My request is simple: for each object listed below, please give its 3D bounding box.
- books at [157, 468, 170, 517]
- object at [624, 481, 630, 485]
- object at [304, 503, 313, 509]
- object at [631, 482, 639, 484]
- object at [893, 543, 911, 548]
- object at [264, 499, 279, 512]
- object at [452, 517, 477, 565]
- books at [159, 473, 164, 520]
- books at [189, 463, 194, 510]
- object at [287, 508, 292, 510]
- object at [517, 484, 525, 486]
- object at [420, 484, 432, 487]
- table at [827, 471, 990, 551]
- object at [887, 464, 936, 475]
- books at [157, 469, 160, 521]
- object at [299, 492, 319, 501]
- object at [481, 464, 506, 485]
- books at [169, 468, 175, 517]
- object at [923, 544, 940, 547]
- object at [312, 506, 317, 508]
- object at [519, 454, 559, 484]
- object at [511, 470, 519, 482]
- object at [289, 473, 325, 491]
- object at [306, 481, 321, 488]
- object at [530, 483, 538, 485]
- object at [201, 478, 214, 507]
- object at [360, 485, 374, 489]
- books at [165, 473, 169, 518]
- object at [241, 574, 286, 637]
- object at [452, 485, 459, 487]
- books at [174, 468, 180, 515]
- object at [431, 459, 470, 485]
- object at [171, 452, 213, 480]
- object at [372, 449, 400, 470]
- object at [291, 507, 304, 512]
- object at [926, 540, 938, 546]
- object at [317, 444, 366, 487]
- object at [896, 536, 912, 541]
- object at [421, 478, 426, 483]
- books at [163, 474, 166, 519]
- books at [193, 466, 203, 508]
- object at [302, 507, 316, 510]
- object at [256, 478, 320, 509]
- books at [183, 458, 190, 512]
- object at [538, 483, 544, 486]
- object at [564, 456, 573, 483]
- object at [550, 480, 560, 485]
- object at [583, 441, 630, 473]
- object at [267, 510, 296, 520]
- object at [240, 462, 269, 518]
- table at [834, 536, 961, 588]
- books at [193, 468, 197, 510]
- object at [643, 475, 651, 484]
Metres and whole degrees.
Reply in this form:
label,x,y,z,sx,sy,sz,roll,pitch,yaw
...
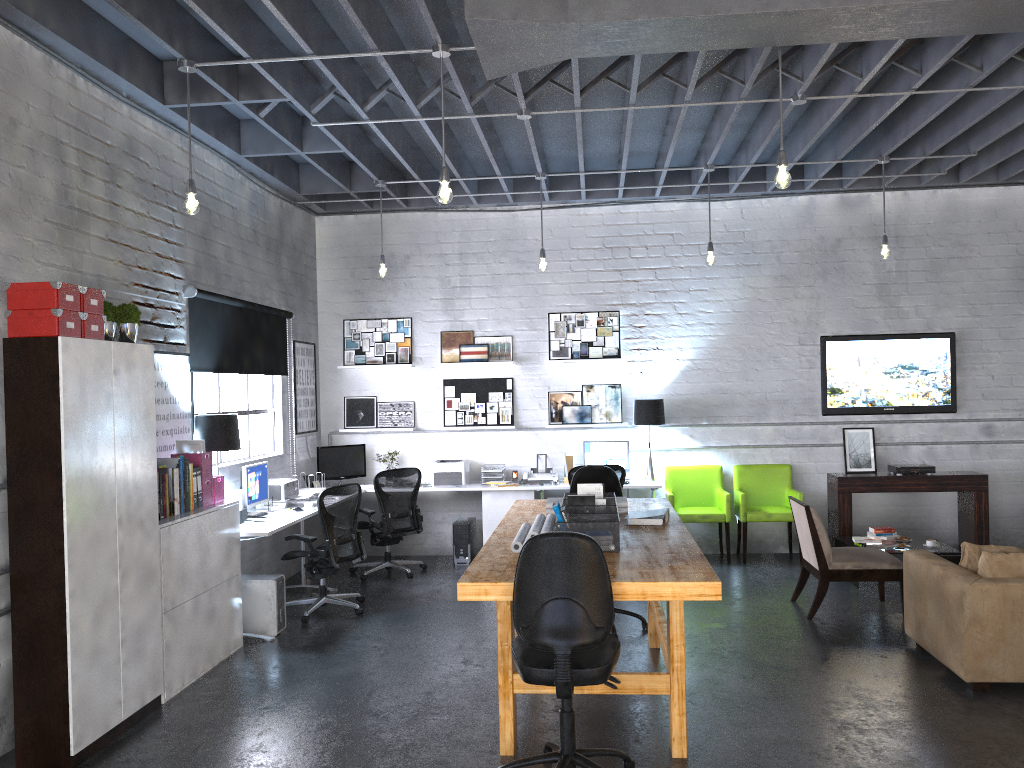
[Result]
label,x,y,z,sx,sy,sz,roll,pitch,yaw
books,-2.168,0.661,5.394,0.159,0.298,0.026,-1,1,5
object,1.134,0.973,8.767,0.058,0.036,0.114,-1,0,20
object,-1.698,1.018,7.405,0.078,0.049,0.062,-1,0,-24
object,1.223,0.984,8.841,0.046,0.009,0.121,-1,0,-10
object,3.381,1.399,7.688,0.137,0.031,0.137,-2,0,31
object,-2.004,1.012,7.380,0.082,0.090,0.090,-1,0,30
object,-0.485,1.612,9.122,0.180,0.411,0.476,-1,0,5
books,-2.178,0.672,5.310,0.167,0.275,0.037,-1,1,5
books,-2.130,0.662,5.696,0.159,0.298,0.026,-1,1,5
object,-1.840,1.045,7.406,0.076,0.016,0.017,-1,0,-5
object,0.081,1.013,8.854,0.008,0.007,0.141,-1,0,40
object,-0.870,1.030,8.996,0.103,0.021,0.131,-1,0,-15
table,3.911,1.299,8.802,1.410,0.820,0.403,-1,0,5
object,3.953,0.847,8.782,0.370,0.082,0.266,-1,0,5
books,-2.176,0.658,5.239,0.182,0.302,0.034,-1,1,5
object,-1.988,1.030,8.123,0.392,0.064,0.259,-1,0,5
object,-0.191,0.935,9.196,0.229,0.180,0.316,-1,0,5
books,-2.162,0.664,5.436,0.170,0.293,0.057,-1,1,5
object,3.627,1.401,7.670,0.131,0.016,0.131,-1,0,12
object,-1.636,1.037,7.469,0.025,0.021,0.119,-1,0,32
object,0.280,0.874,9.145,0.405,0.280,0.399,-1,0,5
object,0.031,0.958,9.218,0.093,0.116,0.067,-1,0,5
object,-1.952,0.961,8.460,0.324,0.208,0.233,-1,0,5
object,-1.968,0.995,8.798,0.155,0.141,0.088,-1,0,20
object,0.218,1.006,8.910,0.011,0.011,0.125,-1,0,44
object,-2.137,0.727,5.939,0.214,0.177,0.161,-1,0,6
object,-1.584,1.043,8.929,0.422,0.028,0.181,-1,0,-35
books,-2.161,0.677,5.368,0.161,0.266,0.027,-1,1,5
object,-1.931,1.630,6.534,0.478,0.411,0.200,-1,0,5
object,-0.570,1.025,8.930,0.075,0.016,0.017,-2,0,30
books,-2.154,0.667,5.487,0.174,0.286,0.045,-1,1,5
object,-0.637,0.919,9.244,0.351,0.235,0.350,-1,0,5
object,-2.142,0.550,5.937,0.214,0.177,0.161,-1,0,6
object,-1.307,0.872,9.339,0.297,0.363,0.271,-2,0,-40
object,-1.777,1.033,7.320,0.114,0.036,0.058,-1,0,-5
object,3.628,1.377,7.671,0.080,0.052,0.077,-1,0,-36
object,-1.776,0.850,9.206,0.147,0.427,0.559,-1,0,42
object,3.542,1.393,8.028,0.151,0.040,0.151,-2,0,23
object,-0.959,1.019,9.312,0.105,0.052,0.023,-1,0,5
books,-2.166,0.677,5.341,0.161,0.266,0.026,-1,1,5
books,-2.151,0.679,5.811,0.220,0.271,0.082,-1,1,5
object,-1.704,1.042,7.402,0.119,0.016,0.119,-2,0,23
object,-1.930,0.942,7.690,0.485,0.230,0.420,-1,0,5
books,-2.151,0.642,5.624,0.197,0.339,0.065,-1,1,5
object,0.287,1.004,8.855,0.017,0.016,0.076,-1,0,-35
object,0.582,0.877,9.111,0.087,0.259,0.236,-1,0,5
object,0.429,0.983,8.856,0.095,0.050,0.095,-1,0,-26
object,0.973,0.788,9.073,0.465,0.417,0.212,-1,0,10
object,-1.828,1.037,7.030,0.181,0.028,0.422,-1,0,-5
object,-2.099,0.849,7.090,0.212,0.417,0.465,-1,0,5
table,3.400,1.565,7.854,0.873,0.300,0.873,-1,0,9
books,-2.157,0.681,5.751,0.219,0.267,0.060,-1,1,10
object,1.328,0.944,8.725,0.069,0.083,0.090,-1,0,5
